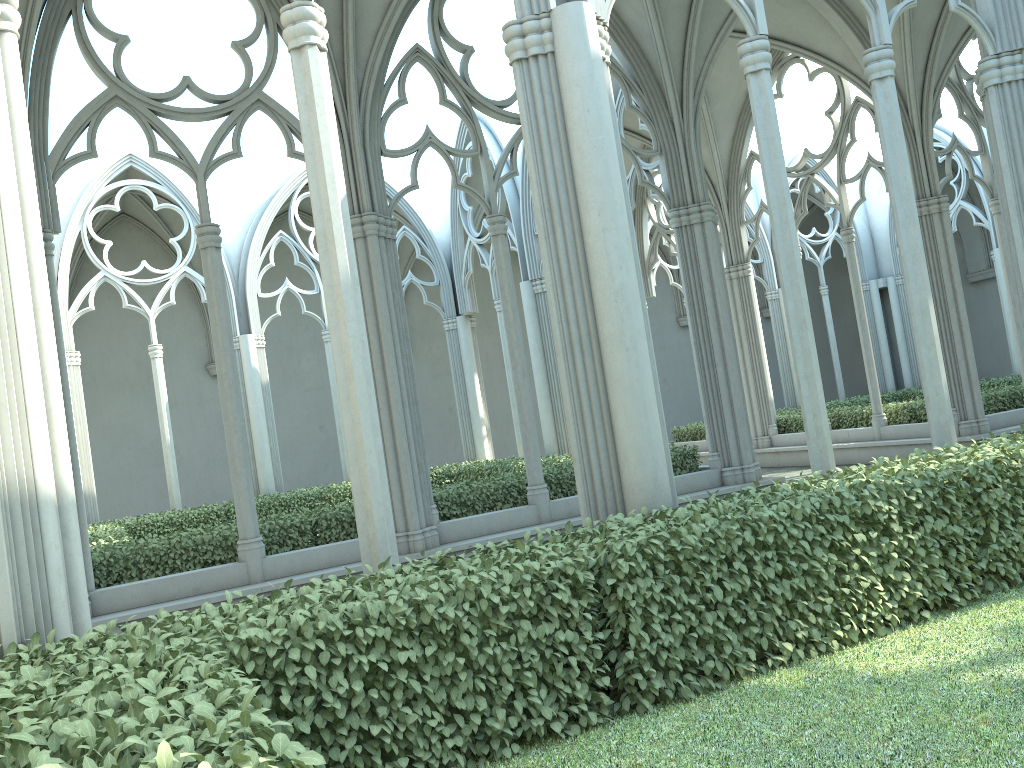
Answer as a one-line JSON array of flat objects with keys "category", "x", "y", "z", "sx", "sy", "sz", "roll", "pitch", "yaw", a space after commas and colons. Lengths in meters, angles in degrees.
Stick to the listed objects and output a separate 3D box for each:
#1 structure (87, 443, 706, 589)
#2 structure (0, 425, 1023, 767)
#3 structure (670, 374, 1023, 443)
[{"category": "structure", "x": -2.614, "y": 2.085, "z": 13.754, "sx": 8.018, "sy": 0.963, "sz": 7.995, "roll": -7, "pitch": -3, "yaw": -26}, {"category": "structure", "x": 2.960, "y": 0.685, "z": 2.008, "sx": 8.018, "sy": 0.963, "sz": 7.995, "roll": -7, "pitch": -3, "yaw": -26}, {"category": "structure", "x": 9.041, "y": 0.601, "z": 19.469, "sx": 8.018, "sy": 0.963, "sz": 7.995, "roll": -7, "pitch": -3, "yaw": -26}]
